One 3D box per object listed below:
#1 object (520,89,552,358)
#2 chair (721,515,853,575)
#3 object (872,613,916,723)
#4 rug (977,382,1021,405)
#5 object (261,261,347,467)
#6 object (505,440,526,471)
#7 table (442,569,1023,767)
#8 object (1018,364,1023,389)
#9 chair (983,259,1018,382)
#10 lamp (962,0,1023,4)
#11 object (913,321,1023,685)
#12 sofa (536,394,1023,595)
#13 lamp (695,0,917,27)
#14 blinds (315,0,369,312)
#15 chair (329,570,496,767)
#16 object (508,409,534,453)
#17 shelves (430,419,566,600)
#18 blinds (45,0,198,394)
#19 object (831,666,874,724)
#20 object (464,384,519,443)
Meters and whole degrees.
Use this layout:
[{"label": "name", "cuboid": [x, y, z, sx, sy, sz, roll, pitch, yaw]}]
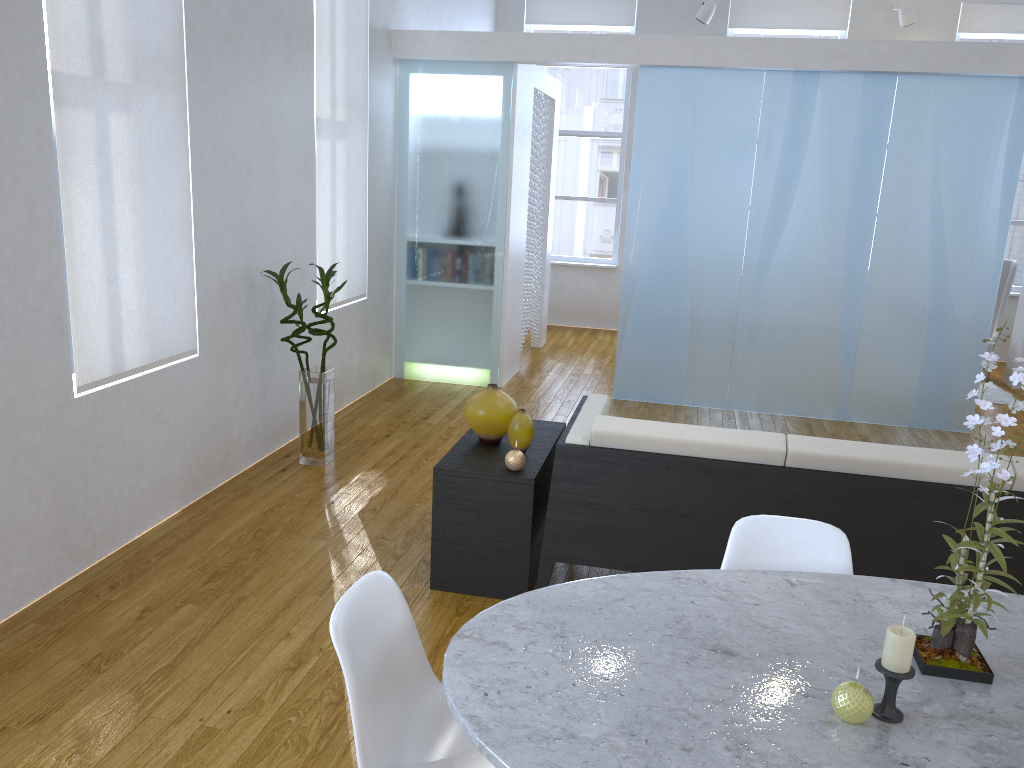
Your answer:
[{"label": "object", "cuboid": [0.167, -1.202, 6.901, 0.051, 2.031, 0.916, 6, 15, 10]}, {"label": "chair", "cuboid": [0.587, 0.518, 1.869, 0.405, 0.354, 0.416, 5, 14, 10]}, {"label": "object", "cuboid": [0.599, 0.438, 1.383, 0.059, 0.178, 0.058, 2, 15, -4]}, {"label": "rug", "cuboid": [3.229, 0.014, 6.779, 1.094, 0.047, 0.751, 5, 13, 10]}, {"label": "object", "cuboid": [-1.004, -0.089, 4.252, 0.380, 0.988, 0.480, -1, 15, -16]}, {"label": "object", "cuboid": [0.012, 0.239, 3.009, 0.071, 0.105, 0.071, 14, 18, 37]}, {"label": "table", "cuboid": [0.809, 0.845, 1.462, 1.909, 0.627, 1.063, 5, 14, 10]}, {"label": "object", "cuboid": [3.915, -0.847, 6.203, 0.051, 2.031, 0.916, 6, 15, 10]}, {"label": "chair", "cuboid": [3.724, -0.526, 7.170, 0.470, 0.968, 0.377, 13, 18, 35]}, {"label": "lamp", "cuboid": [0.746, -1.264, 0.919, 0.399, 1.550, 0.397, -3, 16, -22]}, {"label": "object", "cuboid": [0.784, 0.193, 1.475, 0.165, 0.643, 0.201, 15, 19, 38]}, {"label": "sofa", "cuboid": [1.376, 0.312, 3.769, 5.334, 0.684, 9.655, 5, 13, 11]}, {"label": "lamp", "cuboid": [2.404, -3.231, 7.359, 3.117, 0.490, 0.196, 5, 15, 9]}, {"label": "blinds", "cuboid": [-0.945, -1.496, 4.965, 0.007, 2.128, 0.756, 6, 15, 11]}, {"label": "chair", "cuboid": [-0.094, 0.554, 1.572, 0.419, 0.354, 0.403, 6, 14, 13]}, {"label": "object", "cuboid": [0.032, 0.169, 3.190, 0.095, 0.161, 0.095, -8, 18, -36]}, {"label": "shelves", "cuboid": [-0.034, 0.440, 3.370, 0.349, 0.455, 0.725, 6, 14, 11]}, {"label": "blinds", "cuboid": [-1.345, -1.073, 3.081, 0.007, 2.127, 0.756, 6, 15, 11]}, {"label": "object", "cuboid": [0.533, 0.480, 1.380, 0.062, 0.092, 0.062, -6, 17, -30]}, {"label": "object", "cuboid": [-0.077, 0.107, 3.307, 0.207, 0.217, 0.206, -8, 18, -36]}]
